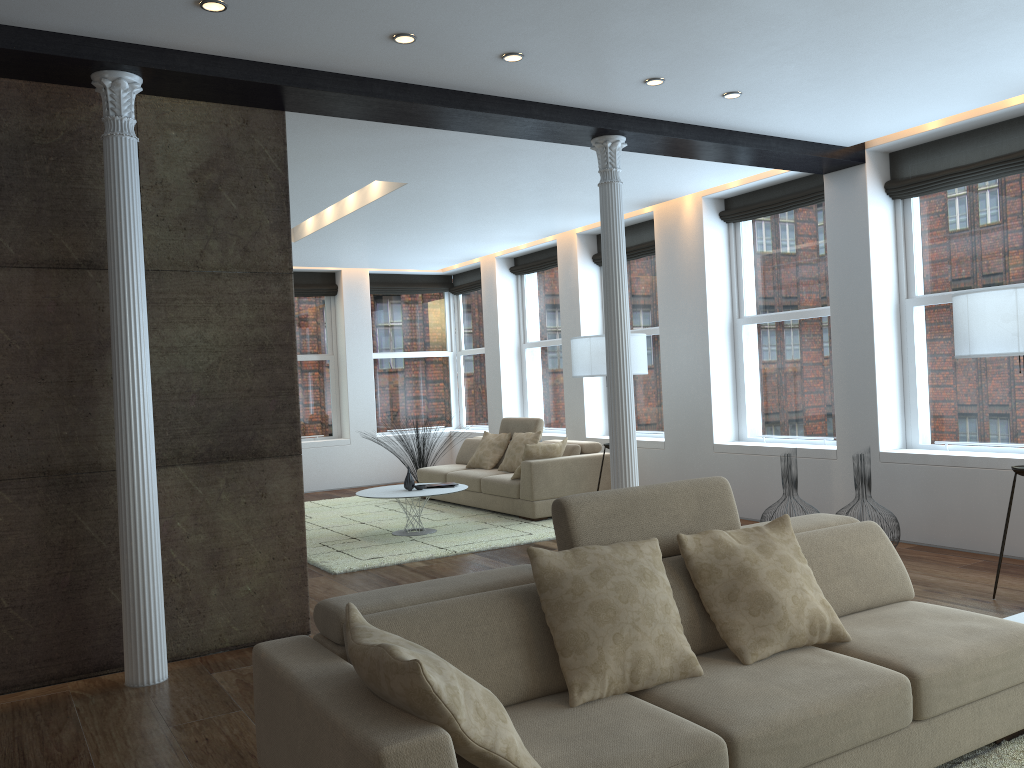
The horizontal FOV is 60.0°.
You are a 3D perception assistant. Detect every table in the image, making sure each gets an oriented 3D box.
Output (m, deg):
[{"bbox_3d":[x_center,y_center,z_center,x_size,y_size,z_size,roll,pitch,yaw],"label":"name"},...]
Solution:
[{"bbox_3d":[2.544,1.116,3.647,0.900,0.170,0.900,-3,0,-31],"label":"table"},{"bbox_3d":[-0.901,1.163,8.105,1.022,0.393,1.022,-3,0,13],"label":"table"}]

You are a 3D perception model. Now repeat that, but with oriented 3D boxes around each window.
[{"bbox_3d":[2.496,-0.588,7.921,0.123,2.400,1.391,-3,0,-31],"label":"window"},{"bbox_3d":[-1.482,-0.406,13.053,1.474,2.400,0.123,-3,0,-31],"label":"window"},{"bbox_3d":[3.431,-0.630,6.370,0.123,2.400,1.432,-3,0,-31],"label":"window"},{"bbox_3d":[0.502,-0.498,11.228,0.123,2.400,1.444,-3,0,-31],"label":"window"},{"bbox_3d":[-3.065,-0.327,12.105,1.420,2.400,0.123,-3,0,-31],"label":"window"},{"bbox_3d":[1.686,0.032,21.238,34.761,17.917,13.698,-3,0,-31],"label":"window"},{"bbox_3d":[1.429,-0.540,9.691,0.123,2.400,1.345,-3,0,-31],"label":"window"}]

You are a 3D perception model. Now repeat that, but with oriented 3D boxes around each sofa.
[{"bbox_3d":[0.563,0.842,2.941,2.581,0.950,1.021,-3,0,-31],"label":"sofa"},{"bbox_3d":[-0.055,0.859,9.717,1.018,0.950,2.581,-3,0,-31],"label":"sofa"}]

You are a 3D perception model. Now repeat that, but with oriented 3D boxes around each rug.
[{"bbox_3d":[-1.124,1.377,9.080,2.972,0.020,4.231,-3,0,-31],"label":"rug"},{"bbox_3d":[1.632,1.258,2.039,4.231,0.020,2.972,-3,0,-31],"label":"rug"}]

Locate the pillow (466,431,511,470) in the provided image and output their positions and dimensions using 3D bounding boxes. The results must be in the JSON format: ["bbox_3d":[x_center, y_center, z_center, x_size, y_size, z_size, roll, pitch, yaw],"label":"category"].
[{"bbox_3d":[-0.252,0.749,10.033,0.368,0.416,0.519,-3,0,-36],"label":"pillow"}]

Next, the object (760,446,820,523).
[{"bbox_3d":[2.061,0.847,6.561,0.458,0.781,0.458,-3,0,-32],"label":"object"}]

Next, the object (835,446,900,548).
[{"bbox_3d":[2.488,0.827,6.274,0.458,0.781,0.458,-3,0,-32],"label":"object"}]

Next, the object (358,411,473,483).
[{"bbox_3d":[-1.174,0.860,11.158,1.119,1.014,1.125,-3,0,-45],"label":"object"}]

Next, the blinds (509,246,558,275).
[{"bbox_3d":[0.398,-1.568,11.192,0.156,0.275,1.442,-3,0,-31],"label":"blinds"}]

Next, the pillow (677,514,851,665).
[{"bbox_3d":[0.874,0.708,3.133,0.519,0.416,0.368,-3,0,-27],"label":"pillow"}]

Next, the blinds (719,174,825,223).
[{"bbox_3d":[2.391,-1.658,7.887,0.156,0.275,1.396,-3,0,-31],"label":"blinds"}]

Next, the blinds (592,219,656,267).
[{"bbox_3d":[1.326,-1.551,9.658,0.156,0.393,1.342,-3,0,-31],"label":"blinds"}]

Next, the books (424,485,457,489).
[{"bbox_3d":[-0.668,0.949,8.235,0.300,0.010,0.220,-3,0,4],"label":"books"}]

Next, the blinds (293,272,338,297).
[{"bbox_3d":[-3.066,-1.358,12.023,1.422,0.363,0.156,-3,0,-31],"label":"blinds"}]

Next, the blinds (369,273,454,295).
[{"bbox_3d":[-1.501,-1.461,12.970,1.442,0.312,0.155,-3,0,-31],"label":"blinds"}]

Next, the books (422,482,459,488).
[{"bbox_3d":[-0.667,0.940,8.260,0.300,0.010,0.220,-3,0,-16],"label":"books"}]

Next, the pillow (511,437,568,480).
[{"bbox_3d":[0.271,0.737,8.731,0.518,0.393,0.395,-3,0,-35],"label":"pillow"}]

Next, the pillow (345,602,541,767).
[{"bbox_3d":[-0.194,0.773,2.225,0.395,0.393,0.518,-3,0,-28],"label":"pillow"}]

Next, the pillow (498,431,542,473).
[{"bbox_3d":[0.081,0.723,9.505,0.301,0.439,0.534,-3,0,-35],"label":"pillow"}]

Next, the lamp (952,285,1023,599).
[{"bbox_3d":[2.886,0.333,4.953,0.698,1.728,0.698,-3,0,-7],"label":"lamp"}]

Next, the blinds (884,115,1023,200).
[{"bbox_3d":[3.316,-1.640,6.328,0.183,0.395,1.431,-3,0,-31],"label":"blinds"}]

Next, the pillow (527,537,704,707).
[{"bbox_3d":[0.332,0.724,2.821,0.534,0.439,0.301,-3,0,-28],"label":"pillow"}]

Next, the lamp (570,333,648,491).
[{"bbox_3d":[0.930,0.421,8.197,0.698,1.728,0.698,-3,0,-7],"label":"lamp"}]

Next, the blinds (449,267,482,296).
[{"bbox_3d":[-0.538,-1.500,12.747,0.156,0.327,1.377,-3,0,-31],"label":"blinds"}]
